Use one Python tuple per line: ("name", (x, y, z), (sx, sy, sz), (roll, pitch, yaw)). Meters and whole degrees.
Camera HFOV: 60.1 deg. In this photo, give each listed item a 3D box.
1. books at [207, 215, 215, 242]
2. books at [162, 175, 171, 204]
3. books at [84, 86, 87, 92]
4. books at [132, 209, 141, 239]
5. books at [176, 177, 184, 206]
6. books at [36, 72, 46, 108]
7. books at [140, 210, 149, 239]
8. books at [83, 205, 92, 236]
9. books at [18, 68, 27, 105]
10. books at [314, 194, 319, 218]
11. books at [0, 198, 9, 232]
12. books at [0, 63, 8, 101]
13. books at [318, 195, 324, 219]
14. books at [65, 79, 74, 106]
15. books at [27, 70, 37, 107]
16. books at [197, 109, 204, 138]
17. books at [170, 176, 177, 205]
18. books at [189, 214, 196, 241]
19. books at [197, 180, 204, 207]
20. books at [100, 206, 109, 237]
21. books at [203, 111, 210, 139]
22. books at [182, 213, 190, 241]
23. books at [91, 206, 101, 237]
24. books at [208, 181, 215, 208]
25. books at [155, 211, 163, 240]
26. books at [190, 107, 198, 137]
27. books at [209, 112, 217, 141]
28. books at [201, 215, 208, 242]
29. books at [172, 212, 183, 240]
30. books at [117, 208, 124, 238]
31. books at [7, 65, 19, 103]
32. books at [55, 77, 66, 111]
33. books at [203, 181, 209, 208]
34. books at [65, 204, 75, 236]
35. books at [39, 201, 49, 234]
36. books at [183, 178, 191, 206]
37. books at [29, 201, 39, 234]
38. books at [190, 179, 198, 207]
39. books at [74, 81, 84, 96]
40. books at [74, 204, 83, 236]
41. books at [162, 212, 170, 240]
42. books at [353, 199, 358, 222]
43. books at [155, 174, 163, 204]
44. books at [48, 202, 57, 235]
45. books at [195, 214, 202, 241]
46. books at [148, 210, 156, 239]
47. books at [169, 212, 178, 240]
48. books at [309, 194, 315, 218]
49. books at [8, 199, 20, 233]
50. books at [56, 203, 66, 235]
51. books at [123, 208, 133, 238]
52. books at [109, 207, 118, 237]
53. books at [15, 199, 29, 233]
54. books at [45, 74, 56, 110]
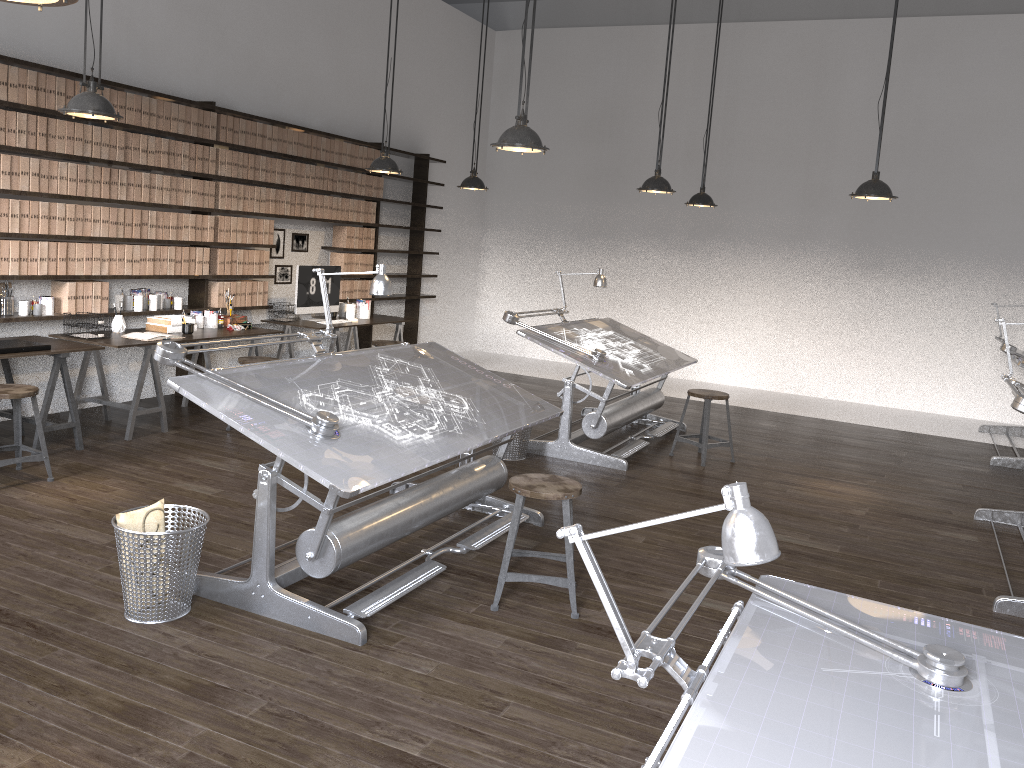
("books", (-2.546, -1.280, 7.305), (0.175, 0.224, 0.067), (8, 7, 24))
("books", (-2.729, -1.499, 6.837), (0.175, 0.224, 0.067), (8, 7, 24))
("books", (-2.992, -1.964, 6.132), (0.175, 0.224, 0.067), (8, 7, 24))
("books", (-2.865, -1.196, 6.621), (0.175, 0.224, 0.067), (8, 7, 24))
("books", (-2.675, -1.516, 6.967), (0.175, 0.224, 0.067), (8, 7, 24))
("books", (-3.144, -1.924, 5.804), (0.175, 0.224, 0.067), (8, 7, 24))
("books", (-2.838, -1.205, 6.691), (0.175, 0.224, 0.067), (8, 7, 24))
("books", (-3.050, -1.149, 6.236), (0.175, 0.224, 0.067), (8, 7, 24))
("books", (-3.199, -1.909, 5.682), (0.175, 0.224, 0.067), (8, 7, 24))
("books", (-1.950, -1.714, 8.525), (0.175, 0.224, 0.067), (8, 7, 24))
("books", (-3.311, -1.079, 5.673), (0.175, 0.224, 0.067), (8, 7, 24))
("books", (-3.253, -1.893, 5.558), (0.175, 0.224, 0.067), (8, 7, 24))
("books", (-1.919, -1.722, 8.588), (0.175, 0.224, 0.067), (8, 7, 24))
("books", (-3.055, -1.947, 5.997), (0.175, 0.224, 0.067), (8, 7, 24))
("books", (-3.167, -1.915, 5.741), (0.175, 0.224, 0.067), (8, 7, 24))
("books", (-2.554, -2.080, 7.073), (0.175, 0.224, 0.067), (8, 7, 24))
("books", (-2.703, -1.508, 6.903), (0.175, 0.224, 0.067), (8, 7, 24))
("books", (-2.633, -1.257, 7.120), (0.175, 0.224, 0.067), (8, 7, 24))
("books", (-2.581, -1.538, 7.153), (0.175, 0.224, 0.067), (8, 7, 24))
("books", (-2.984, -1.164, 6.362), (0.175, 0.224, 0.067), (8, 7, 24))
("books", (-2.524, -2.088, 7.137), (0.175, 0.224, 0.067), (8, 7, 24))
("books", (-2.663, -1.250, 7.061), (0.175, 0.224, 0.067), (8, 7, 24))
("books", (-3.017, -1.156, 6.298), (0.175, 0.224, 0.067), (8, 7, 24))
("books", (-2.530, -1.554, 7.275), (0.175, 0.224, 0.067), (8, 7, 24))
("books", (-2.778, -1.221, 6.819), (0.175, 0.224, 0.067), (8, 7, 24))
("books", (-2.577, -2.072, 7.009), (0.175, 0.224, 0.067), (8, 7, 24))
("books", (-2.491, -2.096, 7.199), (0.175, 0.224, 0.067), (8, 7, 24))
("books", (-2.579, -1.274, 7.249), (0.175, 0.224, 0.067), (8, 7, 24))
("books", (-2.691, -1.243, 7.004), (0.175, 0.224, 0.067), (8, 7, 24))
("books", (-2.931, -1.179, 6.486), (0.175, 0.224, 0.067), (8, 7, 24))
("books", (-3.224, -1.901, 5.624), (0.175, 0.224, 0.067), (8, 7, 24))
("books", (-3.080, -1.939, 5.931), (0.175, 0.224, 0.067), (8, 7, 24))
("books", (-2.558, -1.546, 7.211), (0.175, 0.224, 0.067), (8, 7, 24))
("books", (-3.104, -1.132, 6.107), (0.175, 0.224, 0.067), (8, 7, 24))
("books", (-3.188, -1.109, 5.924), (0.175, 0.224, 0.067), (8, 7, 24))
("books", (-2.642, -1.523, 7.028), (0.175, 0.224, 0.067), (8, 7, 24))
("books", (-3.221, -1.103, 5.865), (0.175, 0.224, 0.067), (8, 7, 24))
("books", (-2.609, -1.531, 7.092), (0.175, 0.224, 0.067), (8, 7, 24))
("books", (-3.018, -1.955, 6.062), (0.175, 0.224, 0.067), (8, 7, 24))
("books", (-3.078, -1.141, 6.172), (0.175, 0.224, 0.067), (8, 7, 24))
("books", (-2.748, -1.229, 6.883), (0.175, 0.224, 0.067), (8, 7, 24))
("books", (-1.680, -1.785, 9.098), (0.175, 0.224, 0.067), (8, 7, 24))
("books", (-2.761, -1.491, 6.773), (0.175, 0.224, 0.067), (8, 7, 24))
("books", (-3.164, -1.118, 5.986), (0.175, 0.224, 0.067), (8, 7, 24))
("books", (-2.607, -1.266, 7.185), (0.175, 0.224, 0.067), (8, 7, 24))
("books", (-2.804, -1.212, 6.753), (0.175, 0.224, 0.067), (8, 7, 24))
("books", (-2.715, -1.235, 6.942), (0.175, 0.224, 0.067), (8, 7, 24))
("books", (-1.976, -1.706, 8.461), (0.175, 0.224, 0.067), (8, 7, 24))
("books", (-3.277, -1.086, 5.735), (0.175, 0.224, 0.067), (8, 7, 24))
("books", (-3.136, -1.124, 6.042), (0.175, 0.224, 0.067), (8, 7, 24))
("books", (-2.901, -1.188, 6.556), (0.175, 0.224, 0.067), (8, 7, 24))
("books", (-2.953, -1.172, 6.427), (0.175, 0.224, 0.067), (8, 7, 24))
("books", (-3.251, -1.095, 5.801), (0.175, 0.224, 0.067), (8, 7, 24))
("books", (-3.114, -1.932, 5.868), (0.175, 0.224, 0.067), (8, 7, 24))
